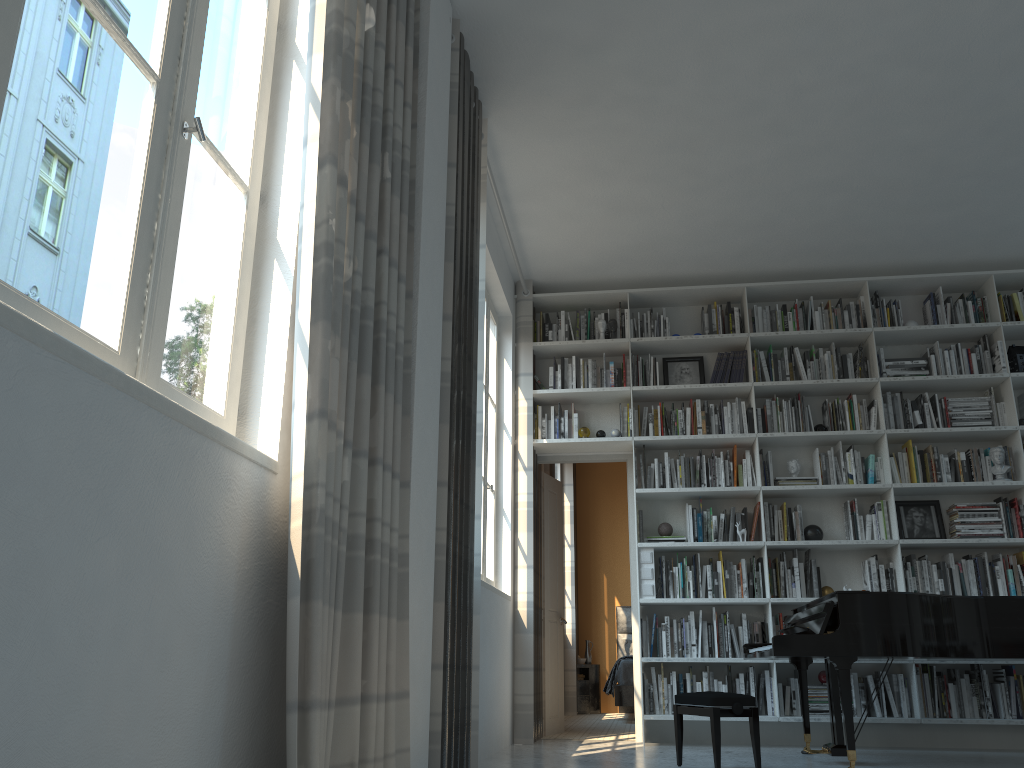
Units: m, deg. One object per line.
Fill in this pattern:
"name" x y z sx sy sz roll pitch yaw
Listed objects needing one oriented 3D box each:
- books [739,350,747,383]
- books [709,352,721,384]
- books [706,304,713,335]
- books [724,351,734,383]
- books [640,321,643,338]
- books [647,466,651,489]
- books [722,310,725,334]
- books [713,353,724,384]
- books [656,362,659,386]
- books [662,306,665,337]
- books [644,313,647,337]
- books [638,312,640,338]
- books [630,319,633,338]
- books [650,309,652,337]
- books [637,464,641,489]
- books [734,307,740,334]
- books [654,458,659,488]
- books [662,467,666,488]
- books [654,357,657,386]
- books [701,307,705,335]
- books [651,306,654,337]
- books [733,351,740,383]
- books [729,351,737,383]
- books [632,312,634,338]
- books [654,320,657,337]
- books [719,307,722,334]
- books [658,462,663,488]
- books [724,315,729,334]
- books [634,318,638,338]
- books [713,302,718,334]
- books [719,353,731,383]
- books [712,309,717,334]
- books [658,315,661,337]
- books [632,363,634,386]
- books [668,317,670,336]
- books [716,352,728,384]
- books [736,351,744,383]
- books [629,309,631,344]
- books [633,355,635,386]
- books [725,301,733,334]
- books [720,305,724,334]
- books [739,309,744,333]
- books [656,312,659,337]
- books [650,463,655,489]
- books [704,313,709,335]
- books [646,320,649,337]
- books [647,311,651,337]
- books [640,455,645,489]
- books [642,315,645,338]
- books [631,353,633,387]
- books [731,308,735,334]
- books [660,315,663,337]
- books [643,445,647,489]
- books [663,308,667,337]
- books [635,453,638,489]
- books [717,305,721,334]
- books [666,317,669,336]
"books" 1.663 -0.082 6.418 0.078 0.284 0.175 -2 -18 8
"books" 1.467 -0.068 6.448 0.110 0.278 0.175 -2 -18 8
"books" 1.461 -0.422 6.550 0.024 0.278 0.188 -2 -18 8
"books" 1.562 -0.077 6.425 0.097 0.281 0.175 -2 -18 8
"books" 0.966 -0.357 6.621 0.017 0.193 0.129 -2 -18 8
"books" 0.966 0.688 6.266 0.037 0.181 0.189 -2 -18 8
"books" 1.558 -0.405 6.560 0.013 0.253 0.129 -2 -18 8
"books" 1.490 -0.066 6.453 0.110 0.278 0.175 -2 -18 8
"books" 1.063 -0.030 6.473 0.012 0.213 0.186 -2 -18 8
"books" 1.129 -0.416 6.611 0.007 0.300 0.146 -2 -18 8
"books" 0.994 -0.385 6.613 0.016 0.242 0.156 -2 -18 8
"books" 0.950 -0.388 6.618 0.012 0.248 0.180 -2 -18 8
"books" 0.897 -0.363 6.621 0.017 0.203 0.143 -2 -18 8
"books" 1.034 -0.402 6.607 0.007 0.271 0.155 -2 -18 8
"books" 0.902 0.682 6.291 0.026 0.208 0.155 -2 -18 8
"books" 1.649 -0.416 6.524 0.031 0.253 0.179 -2 -18 8
"books" 1.022 0.661 6.268 0.022 0.235 0.178 -2 -18 8
"books" 1.076 0.693 6.287 0.021 0.187 0.129 -2 -18 8
"books" 1.052 -0.047 6.488 0.012 0.254 0.167 -2 -18 8
"books" 1.417 -0.414 6.572 0.013 0.277 0.151 -2 -18 8
"books" 1.043 -0.411 6.593 0.015 0.278 0.191 -2 -18 8
"books" 1.621 -0.075 6.441 0.078 0.284 0.175 -2 -18 8
"books" 1.598 -0.075 6.440 0.078 0.284 0.175 -2 -18 8
"books" 0.909 -0.388 6.633 0.007 0.258 0.157 -2 -18 8
"books" 1.065 -0.360 6.593 0.026 0.182 0.162 -2 -18 8
"books" 1.532 -0.418 6.536 0.010 0.262 0.157 -2 -18 8
"books" 1.045 0.673 6.251 0.028 0.203 0.188 -2 -18 8
"books" 1.574 -0.383 6.524 0.027 0.189 0.178 -2 -18 8
"books" 0.929 -0.366 6.622 0.032 0.209 0.159 -2 -18 8
"books" 1.511 -0.436 6.573 0.014 0.319 0.137 -2 -18 8
"books" 1.535 -0.068 6.447 0.110 0.278 0.175 -2 -18 8
"books" 1.486 -0.409 6.540 0.028 0.248 0.156 -2 -18 8
"books" 1.096 -0.380 6.590 0.013 0.219 0.181 -2 -18 8
"books" 0.893 -0.021 6.535 0.006 0.232 0.136 -2 -18 8
"books" 1.167 -0.372 6.597 0.013 0.209 0.137 -2 -18 8
"books" 1.510 -0.072 6.433 0.110 0.278 0.175 -2 -18 8
"books" 1.643 -0.077 6.434 0.078 0.284 0.175 -2 -18 8
"books" 0.886 -0.399 6.642 0.007 0.284 0.160 -2 -18 8
"books" 0.898 -0.054 6.520 0.006 0.286 0.149 -2 -18 8
"books" 1.598 -0.438 6.527 0.025 0.296 0.164 -2 -18 8
"books" 1.542 -0.423 6.537 0.011 0.273 0.184 -2 -18 8
"books" 1.687 -0.412 6.532 0.039 0.251 0.147 -2 -18 8
"books" 1.085 -0.392 6.606 0.013 0.252 0.129 -2 -18 8
"books" 0.992 0.680 6.284 0.042 0.208 0.144 -2 -18 8
"books" 1.435 -0.391 6.548 0.028 0.217 0.153 -2 -18 8
"books" 1.010 -0.359 6.612 0.014 0.192 0.147 -2 -18 8
"books" 1.023 -0.396 6.608 0.016 0.260 0.154 -2 -18 8
"books" 0.923 0.649 6.281 0.027 0.265 0.176 -2 -18 8
"books" 0.979 -0.378 6.608 0.013 0.224 0.177 -2 -18 8
"books" 0.883 -0.060 6.513 0.005 0.291 0.184 -2 -18 8
"books" 1.625 -0.414 6.541 0.022 0.259 0.152 -2 -18 8
"books" 1.112 -0.380 6.581 0.021 0.213 0.174 -2 -18 8
"books" 0.941 0.615 6.286 0.012 0.332 0.185 -2 -18 8
"books" 1.141 -0.409 6.620 0.015 0.292 0.131 -2 -18 8
"books" 0.884 0.649 6.314 0.012 0.284 0.160 -2 -18 8
"books" 1.522 -0.423 6.552 0.013 0.282 0.167 -2 -18 8
"books" 1.153 -0.371 6.588 0.014 0.201 0.171 -2 -18 8
